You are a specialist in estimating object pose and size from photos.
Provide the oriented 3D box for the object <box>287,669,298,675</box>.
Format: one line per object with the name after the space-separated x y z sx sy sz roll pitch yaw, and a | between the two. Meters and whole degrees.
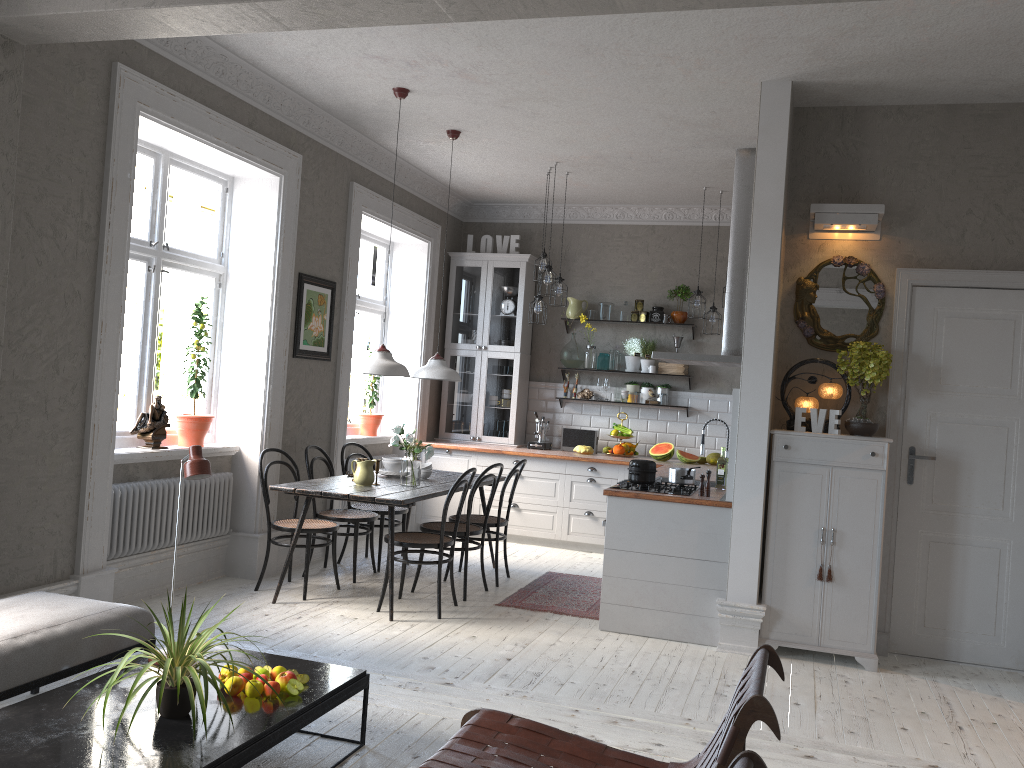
-0.820 1.076 3.297 0.047 0.036 0.062 4 0 28 | object

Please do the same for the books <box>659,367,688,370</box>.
1.562 -0.150 8.573 0.257 0.011 0.160 4 0 20 | books

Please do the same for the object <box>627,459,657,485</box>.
0.818 0.552 5.563 0.191 0.147 0.192 4 0 -3 | object

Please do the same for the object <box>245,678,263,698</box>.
-0.897 1.056 3.082 0.063 0.063 0.060 4 -1 -41 | object

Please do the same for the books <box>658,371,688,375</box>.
1.559 -0.107 8.572 0.257 0.011 0.160 4 0 23 | books

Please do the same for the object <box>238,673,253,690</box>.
-0.950 1.056 3.147 0.058 0.056 0.060 4 0 4 | object

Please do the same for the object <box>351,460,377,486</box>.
-0.971 0.577 5.795 0.152 0.170 0.134 4 0 -22 | object

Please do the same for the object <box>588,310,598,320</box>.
0.800 -0.680 8.806 0.102 0.111 0.104 4 0 17 | object

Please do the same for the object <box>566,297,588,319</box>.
0.634 -0.745 8.795 0.187 0.216 0.176 4 -1 31 | object

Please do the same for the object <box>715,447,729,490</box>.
1.402 0.561 5.866 0.088 0.282 0.083 4 -1 18 | object

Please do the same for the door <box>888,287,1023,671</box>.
2.671 0.531 5.174 0.743 2.183 0.081 4 -1 16 | door

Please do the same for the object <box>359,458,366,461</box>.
-0.999 0.575 5.928 0.061 0.172 0.063 4 -1 39 | object

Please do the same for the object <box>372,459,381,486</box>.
-0.893 0.585 5.860 0.058 0.167 0.060 4 -1 31 | object

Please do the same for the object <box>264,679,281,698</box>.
-0.836 1.063 3.088 0.056 0.058 0.057 4 -1 42 | object

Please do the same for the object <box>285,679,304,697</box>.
-0.769 1.070 3.117 0.058 0.053 0.060 4 0 24 | object

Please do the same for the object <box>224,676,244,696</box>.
-0.967 1.049 3.078 0.069 0.066 0.071 4 -1 32 | object

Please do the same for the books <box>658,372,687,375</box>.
1.558 -0.095 8.572 0.257 0.011 0.160 4 0 20 | books

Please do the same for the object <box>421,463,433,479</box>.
-0.641 0.630 6.436 0.122 0.119 0.130 4 -1 33 | object

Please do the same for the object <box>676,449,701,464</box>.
1.615 0.669 8.089 0.224 0.127 0.148 4 0 0 | object

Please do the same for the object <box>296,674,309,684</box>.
-0.777 1.078 3.241 0.046 0.037 0.068 4 -1 44 | object

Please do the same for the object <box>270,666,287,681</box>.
-0.850 1.061 3.233 0.060 0.062 0.063 4 0 -1 | object

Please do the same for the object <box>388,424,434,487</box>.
-0.672 0.476 5.926 0.308 0.414 0.254 4 0 15 | object

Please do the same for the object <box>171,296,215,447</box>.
-2.062 -0.087 5.787 0.275 0.991 0.264 4 -1 -34 | object

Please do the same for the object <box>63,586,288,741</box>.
-1.050 0.873 2.882 0.717 0.420 0.676 4 0 35 | object

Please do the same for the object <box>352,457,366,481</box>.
-1.033 0.573 6.014 0.096 0.172 0.096 4 0 -2 | object

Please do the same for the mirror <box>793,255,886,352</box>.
1.994 -0.492 5.396 0.526 0.593 0.072 4 -1 16 | mirror

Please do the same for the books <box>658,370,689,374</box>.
1.560 -0.118 8.572 0.256 0.016 0.160 4 0 29 | books

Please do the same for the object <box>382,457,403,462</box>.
-0.859 0.587 6.455 0.178 0.094 0.180 4 0 8 | object

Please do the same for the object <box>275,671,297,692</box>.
-0.808 1.062 3.170 0.077 0.064 0.073 4 -1 -42 | object

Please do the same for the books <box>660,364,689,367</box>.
1.564 -0.182 8.573 0.257 0.016 0.160 4 0 26 | books

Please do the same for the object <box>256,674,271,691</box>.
-0.882 1.060 3.144 0.056 0.058 0.059 4 0 8 | object

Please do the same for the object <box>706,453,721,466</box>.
1.876 0.691 8.144 0.206 0.119 0.130 4 0 -20 | object

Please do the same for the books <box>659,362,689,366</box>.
1.565 -0.193 8.573 0.257 0.011 0.160 4 0 23 | books

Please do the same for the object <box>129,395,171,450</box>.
-2.207 0.232 5.407 0.118 0.329 0.240 4 0 19 | object

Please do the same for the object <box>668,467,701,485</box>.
1.145 0.584 5.708 0.178 0.134 0.297 4 -1 -38 | object

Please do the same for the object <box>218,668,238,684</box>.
-1.014 1.047 3.156 0.066 0.066 0.071 4 0 22 | object

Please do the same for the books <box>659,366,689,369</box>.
1.563 -0.161 8.573 0.257 0.011 0.160 4 0 23 | books

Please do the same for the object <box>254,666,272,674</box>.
-0.919 1.068 3.269 0.064 0.039 0.067 4 0 23 | object

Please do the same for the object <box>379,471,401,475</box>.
-0.863 0.651 6.455 0.240 0.027 0.235 4 0 -15 | object

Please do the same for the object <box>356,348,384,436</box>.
-1.294 0.069 8.177 0.254 0.813 0.265 4 -1 45 | object

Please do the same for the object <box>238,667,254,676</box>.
-0.967 1.055 3.210 0.057 0.058 0.058 4 0 0 | object

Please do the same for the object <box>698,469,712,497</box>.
1.171 0.597 5.372 0.072 0.167 0.036 4 -1 17 | object

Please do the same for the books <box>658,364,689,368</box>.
1.563 -0.171 8.573 0.256 0.016 0.160 4 0 29 | books

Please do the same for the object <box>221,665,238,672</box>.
-1.035 1.052 3.228 0.069 0.055 0.059 4 0 -16 | object

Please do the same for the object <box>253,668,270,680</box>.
-0.905 1.059 3.201 0.063 0.058 0.060 4 0 -28 | object

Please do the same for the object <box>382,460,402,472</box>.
-0.860 0.607 6.455 0.178 0.094 0.180 4 0 8 | object

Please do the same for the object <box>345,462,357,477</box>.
-1.099 0.600 6.285 0.139 0.112 0.139 4 0 0 | object

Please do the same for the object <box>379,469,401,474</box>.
-0.862 0.643 6.455 0.232 0.027 0.242 4 0 40 | object

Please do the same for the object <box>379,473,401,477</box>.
-0.863 0.660 6.454 0.232 0.027 0.242 4 0 35 | object

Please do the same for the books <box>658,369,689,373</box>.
1.560 -0.128 8.573 0.257 0.016 0.160 4 0 26 | books

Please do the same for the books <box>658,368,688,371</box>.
1.561 -0.139 8.573 0.257 0.011 0.160 4 0 23 | books
